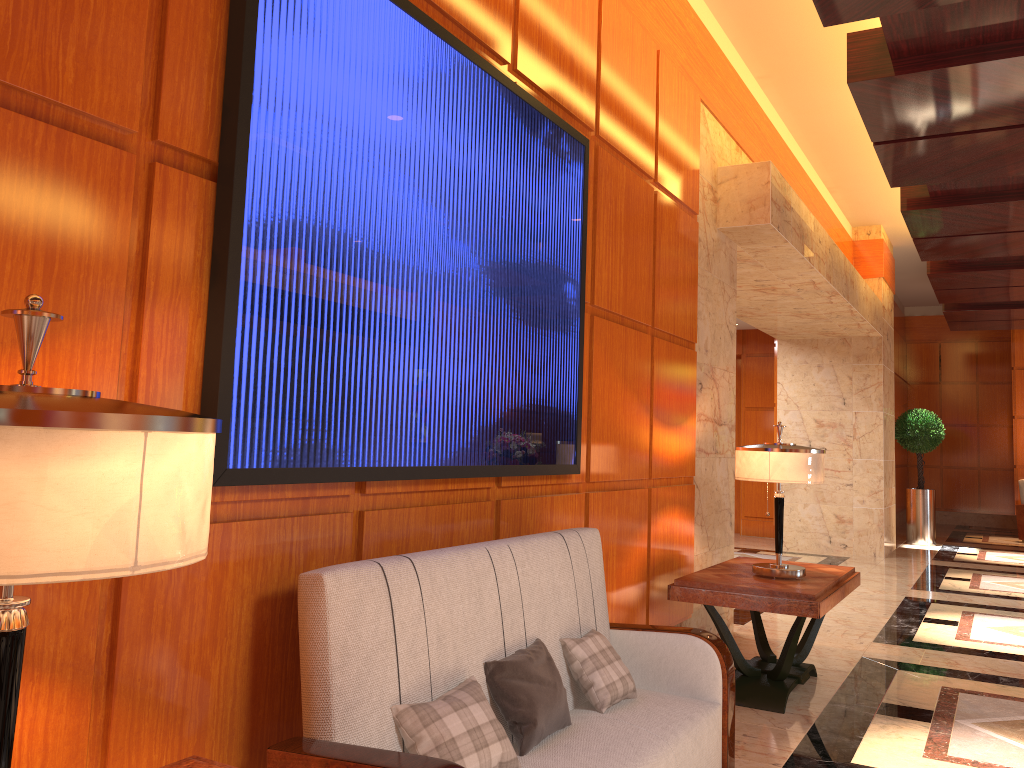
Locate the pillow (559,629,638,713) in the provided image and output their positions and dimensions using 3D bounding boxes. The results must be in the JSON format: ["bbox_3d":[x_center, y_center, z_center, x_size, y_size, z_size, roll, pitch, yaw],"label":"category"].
[{"bbox_3d":[0.297,0.966,2.990,0.202,0.230,0.272,-1,-6,31],"label":"pillow"}]

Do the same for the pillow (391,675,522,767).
[{"bbox_3d":[-0.135,0.896,2.227,0.195,0.228,0.343,-1,-6,34],"label":"pillow"}]

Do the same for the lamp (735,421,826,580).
[{"bbox_3d":[1.405,0.602,4.655,0.458,0.813,0.457,-2,-7,38],"label":"lamp"}]

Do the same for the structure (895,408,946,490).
[{"bbox_3d":[5.945,1.195,12.926,0.721,1.719,0.719,1,-6,7],"label":"structure"}]

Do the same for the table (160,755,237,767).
[{"bbox_3d":[-0.654,1.005,1.063,0.725,0.609,1.266,-1,-5,29],"label":"table"}]

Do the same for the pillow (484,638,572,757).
[{"bbox_3d":[0.051,0.919,2.619,0.160,0.254,0.356,-1,-5,26],"label":"pillow"}]

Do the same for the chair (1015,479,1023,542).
[{"bbox_3d":[8.183,1.948,13.499,0.737,0.965,0.626,3,-5,-12],"label":"chair"}]

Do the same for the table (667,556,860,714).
[{"bbox_3d":[1.385,1.318,4.732,0.725,0.609,1.266,-1,-5,29],"label":"table"}]

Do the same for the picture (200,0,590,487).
[{"bbox_3d":[-0.192,-0.419,2.953,0.056,1.458,1.990,-1,-6,29],"label":"picture"}]

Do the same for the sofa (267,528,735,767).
[{"bbox_3d":[0.119,0.959,2.599,0.612,0.936,1.793,-1,-5,30],"label":"sofa"}]

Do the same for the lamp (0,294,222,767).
[{"bbox_3d":[-0.600,0.286,1.046,0.458,0.797,0.457,3,-5,-9],"label":"lamp"}]

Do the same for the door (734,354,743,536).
[{"bbox_3d":[2.943,0.904,13.659,1.285,2.707,0.339,-1,-7,29],"label":"door"}]
